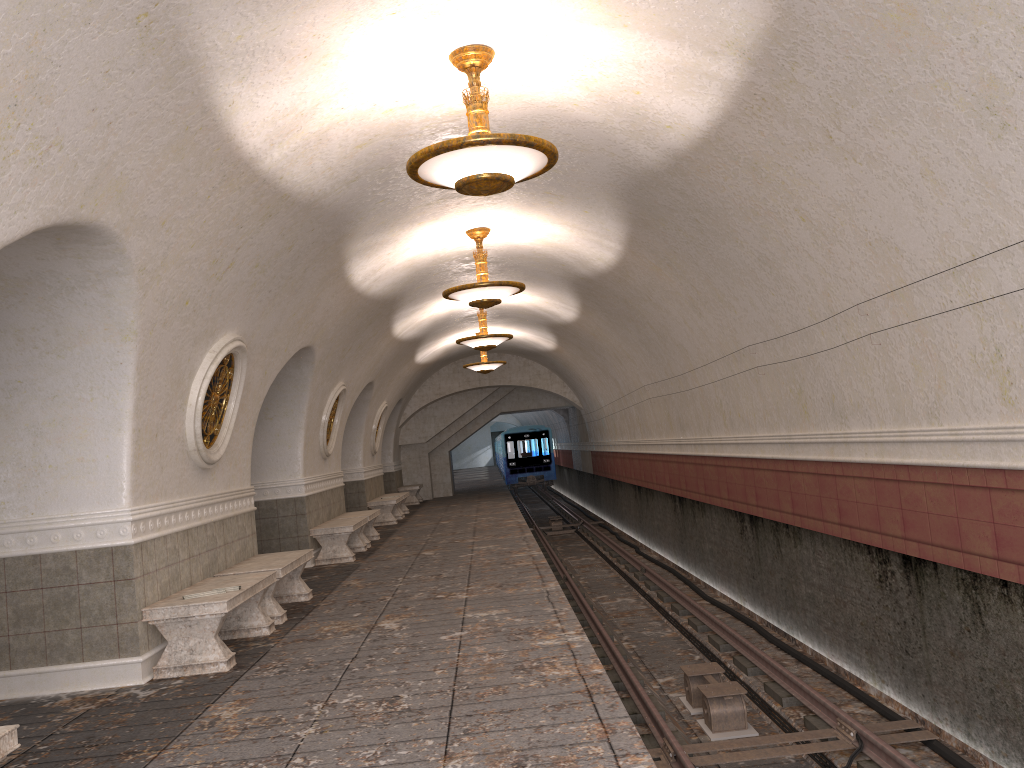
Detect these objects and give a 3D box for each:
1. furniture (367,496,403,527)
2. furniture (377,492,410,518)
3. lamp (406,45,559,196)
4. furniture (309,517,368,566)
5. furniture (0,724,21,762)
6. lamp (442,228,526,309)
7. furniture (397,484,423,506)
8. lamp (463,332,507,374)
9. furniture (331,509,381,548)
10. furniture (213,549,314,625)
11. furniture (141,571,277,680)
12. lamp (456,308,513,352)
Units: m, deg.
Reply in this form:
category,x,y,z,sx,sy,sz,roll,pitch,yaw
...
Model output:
category,x,y,z,sx,sy,sz,roll,pitch,yaw
furniture,-2.684,2.714,18.984,0.613,0.508,1.509,-6,-4,-2
furniture,-2.734,2.831,20.661,0.613,0.508,1.509,-6,-4,-2
lamp,-0.220,-1.715,5.880,1.008,0.955,1.008,-5,-4,-18
furniture,-2.508,2.296,13.039,0.613,0.508,1.509,-6,-4,-2
furniture,-2.201,1.570,2.721,0.613,0.508,1.509,-6,-4,-2
lamp,-0.364,-1.376,10.695,1.008,0.955,1.008,-7,-4,14
furniture,-2.871,3.155,25.269,0.613,0.508,1.509,-6,-4,-2
lamp,-0.650,-0.699,20.325,1.008,0.955,1.008,-9,-5,44
furniture,-2.558,2.413,14.716,0.613,0.508,1.509,-6,-4,-2
furniture,-2.379,1.991,8.712,0.613,0.508,1.509,-6,-4,-2
furniture,-2.329,1.874,7.036,0.613,0.508,1.509,-6,-4,-2
lamp,-0.507,-1.038,15.510,1.008,0.955,1.008,-7,-4,14
